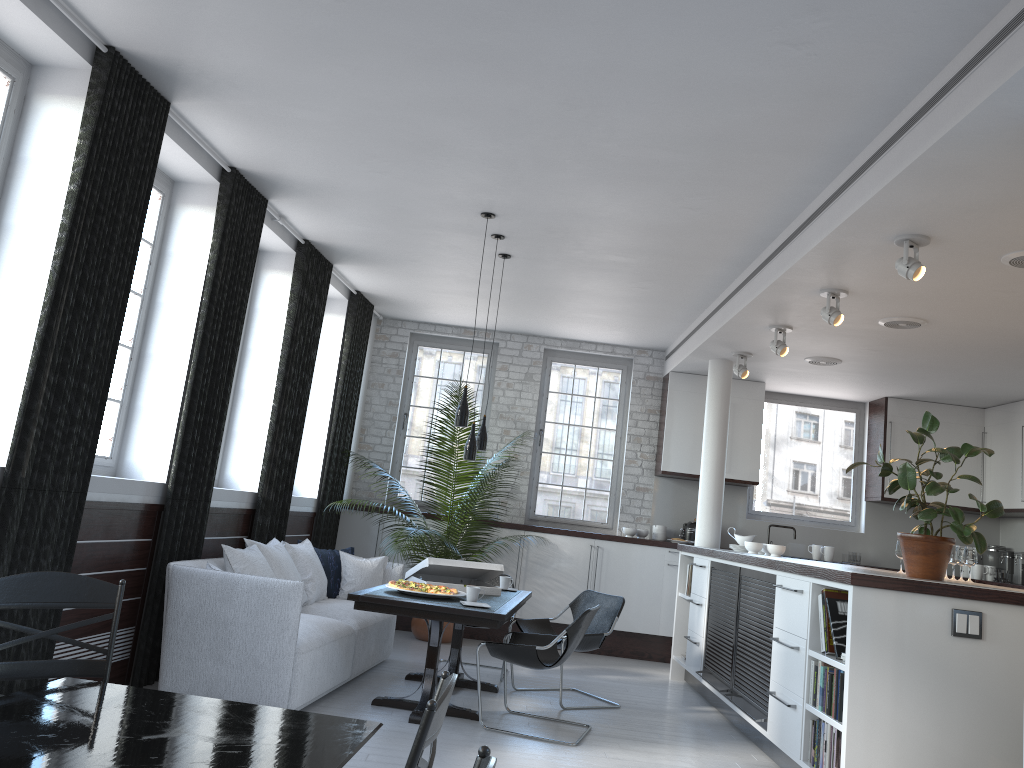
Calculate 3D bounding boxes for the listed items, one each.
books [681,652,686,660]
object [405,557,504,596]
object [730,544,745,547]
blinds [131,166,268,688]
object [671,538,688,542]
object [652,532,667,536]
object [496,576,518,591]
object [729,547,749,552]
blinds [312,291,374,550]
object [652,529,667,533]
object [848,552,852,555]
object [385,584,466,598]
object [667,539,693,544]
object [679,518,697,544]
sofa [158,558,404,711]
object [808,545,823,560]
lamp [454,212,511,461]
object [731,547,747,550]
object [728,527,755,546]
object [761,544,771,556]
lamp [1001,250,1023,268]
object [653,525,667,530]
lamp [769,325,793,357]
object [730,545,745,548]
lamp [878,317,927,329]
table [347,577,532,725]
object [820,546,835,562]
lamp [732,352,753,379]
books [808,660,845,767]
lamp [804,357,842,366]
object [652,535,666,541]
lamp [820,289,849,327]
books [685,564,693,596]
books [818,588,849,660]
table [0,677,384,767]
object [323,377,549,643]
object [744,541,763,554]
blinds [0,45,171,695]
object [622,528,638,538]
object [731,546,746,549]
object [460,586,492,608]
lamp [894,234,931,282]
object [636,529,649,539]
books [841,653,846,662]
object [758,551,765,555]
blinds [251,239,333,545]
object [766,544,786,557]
[{"bbox_3d":[1.682,2.282,7.791,0.293,0.326,0.469,7,-9,-2],"label":"books"},{"bbox_3d":[-0.424,1.388,6.509,0.590,0.217,0.585,10,-9,-20],"label":"object"},{"bbox_3d":[2.103,1.480,8.033,0.261,0.028,0.260,9,-9,-12],"label":"object"},{"bbox_3d":[-2.030,0.239,5.854,0.099,3.337,0.619,6,-11,7],"label":"blinds"},{"bbox_3d":[1.745,1.633,9.245,0.136,0.044,0.138,13,-11,-37],"label":"object"},{"bbox_3d":[1.589,1.628,9.567,0.154,0.074,0.152,6,-9,4],"label":"object"},{"bbox_3d":[-0.056,1.549,6.887,0.204,0.099,0.174,6,-9,6],"label":"object"},{"bbox_3d":[2.099,1.510,8.027,0.261,0.028,0.260,8,-9,-10],"label":"object"},{"bbox_3d":[-1.753,0.733,8.935,0.103,3.337,0.618,6,-11,6],"label":"blinds"},{"bbox_3d":[1.592,1.598,9.571,0.153,0.063,0.152,2,-10,30],"label":"object"},{"bbox_3d":[3.636,1.845,9.456,0.094,0.099,0.093,10,-10,-16],"label":"object"},{"bbox_3d":[-0.557,1.351,5.743,0.532,0.042,0.529,7,-8,-2],"label":"object"},{"bbox_3d":[1.749,1.648,9.239,0.261,0.028,0.260,9,-9,-12],"label":"object"},{"bbox_3d":[2.002,1.580,9.480,0.414,0.293,0.276,7,-10,1],"label":"object"},{"bbox_3d":[-1.513,1.650,6.223,0.921,0.776,2.638,6,-9,7],"label":"sofa"},{"bbox_3d":[3.180,1.763,9.274,0.138,0.153,0.108,8,-10,-4],"label":"object"},{"bbox_3d":[-0.198,-0.363,6.528,0.114,1.866,1.047,5,-10,8],"label":"lamp"},{"bbox_3d":[2.100,1.502,8.029,0.262,0.028,0.260,3,-9,25],"label":"object"},{"bbox_3d":[2.089,1.401,8.059,0.269,0.174,0.129,2,-11,29],"label":"object"},{"bbox_3d":[2.174,1.400,7.479,0.156,0.093,0.156,9,-9,-13],"label":"object"},{"bbox_3d":[2.893,-0.687,4.901,0.328,0.025,0.326,7,-8,-1],"label":"lamp"},{"bbox_3d":[1.595,1.567,9.580,0.152,0.075,0.153,12,-10,-32],"label":"object"},{"bbox_3d":[2.151,-0.333,7.110,0.183,0.240,0.182,6,-10,4],"label":"lamp"},{"bbox_3d":[2.102,1.487,8.031,0.262,0.028,0.260,2,-10,29],"label":"object"},{"bbox_3d":[2.877,-0.446,6.527,0.328,0.025,0.326,6,-8,6],"label":"lamp"},{"bbox_3d":[-0.453,1.797,6.117,0.959,0.708,1.904,6,-9,7],"label":"table"},{"bbox_3d":[3.280,1.763,9.192,0.137,0.153,0.108,14,-12,-38],"label":"object"},{"bbox_3d":[2.139,-0.164,8.253,0.183,0.240,0.182,6,-10,4],"label":"lamp"},{"bbox_3d":[1.801,1.546,4.372,0.492,0.803,0.537,7,-10,1],"label":"books"},{"bbox_3d":[2.860,-0.206,8.150,0.327,0.025,0.327,11,-9,-24],"label":"lamp"},{"bbox_3d":[1.588,1.664,9.562,0.153,0.056,0.152,-1,-12,43],"label":"object"},{"bbox_3d":[2.162,-0.503,5.967,0.183,0.240,0.182,6,-10,4],"label":"lamp"},{"bbox_3d":[1.712,1.733,7.877,0.253,0.325,0.506,7,-9,0],"label":"books"},{"bbox_3d":[1.706,1.229,4.539,0.186,0.331,0.321,7,-10,0],"label":"books"},{"bbox_3d":[-0.891,1.033,1.337,0.891,0.701,1.982,6,-9,5],"label":"table"},{"bbox_3d":[-0.817,1.206,8.800,2.387,2.641,1.919,15,-13,-41],"label":"object"},{"bbox_3d":[2.013,1.366,7.381,0.157,0.093,0.155,7,-9,1],"label":"object"},{"bbox_3d":[-2.187,0.000,4.379,0.103,3.337,0.618,6,-11,6],"label":"blinds"},{"bbox_3d":[1.244,1.572,9.363,0.156,0.093,0.155,7,-9,-1],"label":"object"},{"bbox_3d":[2.101,1.495,8.030,0.262,0.028,0.260,3,-9,25],"label":"object"},{"bbox_3d":[-0.229,1.323,5.503,0.175,0.098,0.300,8,-9,-9],"label":"object"},{"bbox_3d":[2.174,-0.672,4.823,0.183,0.240,0.182,6,-10,4],"label":"lamp"},{"bbox_3d":[1.381,1.602,9.453,0.156,0.093,0.156,10,-10,-19],"label":"object"},{"bbox_3d":[1.738,1.330,4.256,0.272,0.054,0.203,7,-9,-4],"label":"books"},{"bbox_3d":[2.162,1.466,7.725,0.235,0.041,0.234,7,-9,-4],"label":"object"},{"bbox_3d":[-1.880,0.487,7.392,0.111,3.337,0.734,6,-11,6],"label":"blinds"},{"bbox_3d":[2.175,1.375,7.305,0.157,0.093,0.155,4,-9,15],"label":"object"}]
